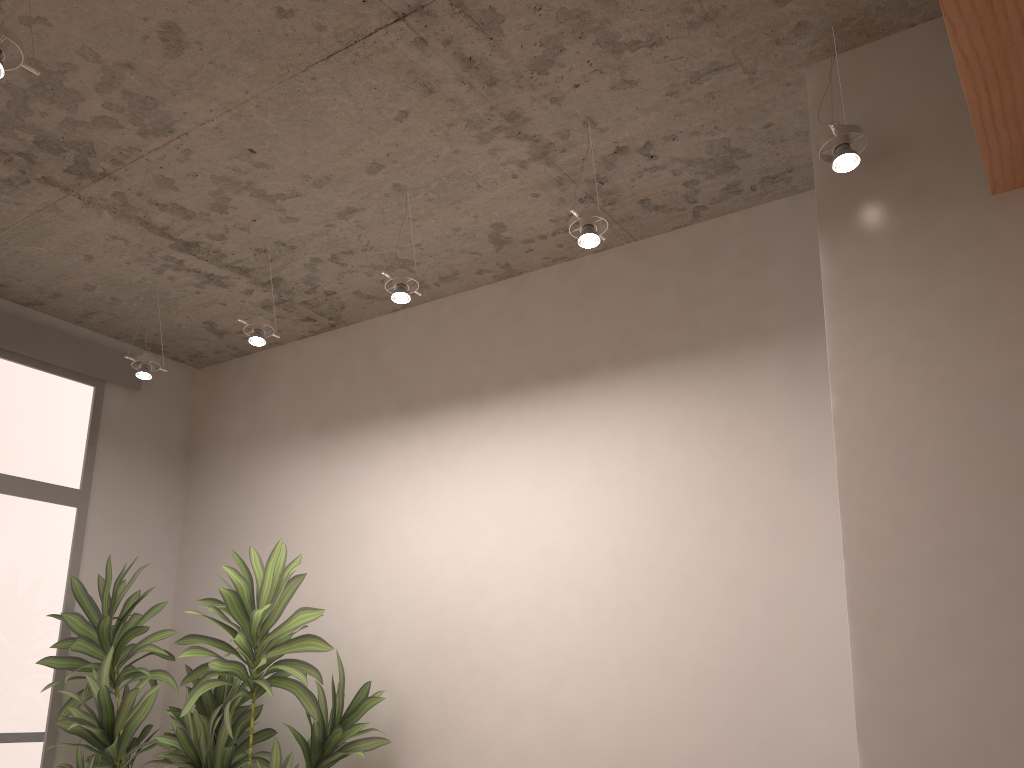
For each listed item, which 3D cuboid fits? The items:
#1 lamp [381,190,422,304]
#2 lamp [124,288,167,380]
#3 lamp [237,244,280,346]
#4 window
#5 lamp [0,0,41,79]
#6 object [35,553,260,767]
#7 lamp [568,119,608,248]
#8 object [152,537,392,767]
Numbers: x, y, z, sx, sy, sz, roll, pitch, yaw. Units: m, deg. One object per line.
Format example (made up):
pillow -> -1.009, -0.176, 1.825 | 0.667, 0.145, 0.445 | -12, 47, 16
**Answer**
lamp -> -0.422, -0.546, 3.444 | 0.134, 0.471, 0.204 | 1, -15, 2
lamp -> -1.782, -0.256, 4.348 | 0.134, 0.471, 0.204 | 1, -15, 2
lamp -> -1.102, -0.401, 3.896 | 0.134, 0.471, 0.204 | 1, -15, 2
window -> -4.593, 0.180, 1.357 | 0.063, 3.197, 8.697 | -8, -21, 33
lamp -> -1.278, -0.992, 2.223 | 0.134, 0.471, 0.204 | 1, -15, 2
object -> -1.687, 1.866, 4.185 | 1.087, 2.054, 0.984 | 13, -19, -36
lamp -> 0.258, -0.691, 2.992 | 0.134, 0.471, 0.204 | 1, -15, 2
object -> -1.118, 1.751, 3.824 | 0.975, 2.054, 1.098 | 15, -21, -41
